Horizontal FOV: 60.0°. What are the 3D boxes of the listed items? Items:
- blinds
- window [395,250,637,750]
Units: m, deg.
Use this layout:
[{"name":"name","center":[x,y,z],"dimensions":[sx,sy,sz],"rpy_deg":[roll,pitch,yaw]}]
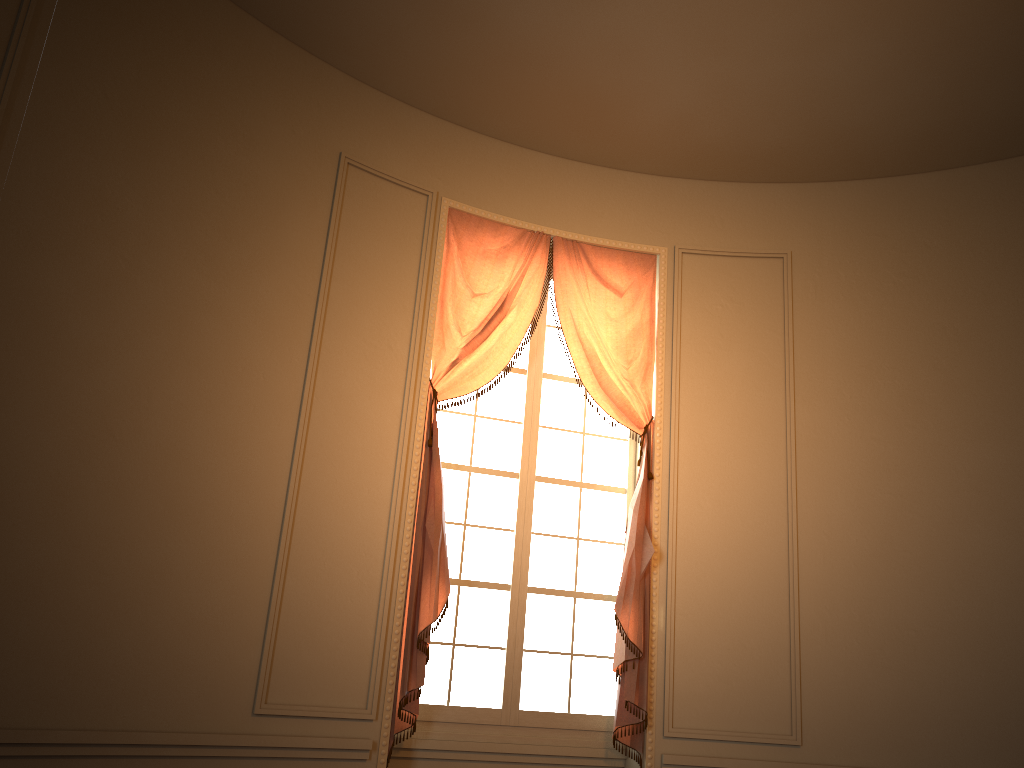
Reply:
[{"name":"blinds","center":[0.168,0.494,4.712],"dimensions":[1.352,2.943,0.285],"rpy_deg":[10,-19,-17]},{"name":"window","center":[0.084,0.516,4.984],"dimensions":[1.325,2.804,0.047],"rpy_deg":[10,-19,-16]}]
